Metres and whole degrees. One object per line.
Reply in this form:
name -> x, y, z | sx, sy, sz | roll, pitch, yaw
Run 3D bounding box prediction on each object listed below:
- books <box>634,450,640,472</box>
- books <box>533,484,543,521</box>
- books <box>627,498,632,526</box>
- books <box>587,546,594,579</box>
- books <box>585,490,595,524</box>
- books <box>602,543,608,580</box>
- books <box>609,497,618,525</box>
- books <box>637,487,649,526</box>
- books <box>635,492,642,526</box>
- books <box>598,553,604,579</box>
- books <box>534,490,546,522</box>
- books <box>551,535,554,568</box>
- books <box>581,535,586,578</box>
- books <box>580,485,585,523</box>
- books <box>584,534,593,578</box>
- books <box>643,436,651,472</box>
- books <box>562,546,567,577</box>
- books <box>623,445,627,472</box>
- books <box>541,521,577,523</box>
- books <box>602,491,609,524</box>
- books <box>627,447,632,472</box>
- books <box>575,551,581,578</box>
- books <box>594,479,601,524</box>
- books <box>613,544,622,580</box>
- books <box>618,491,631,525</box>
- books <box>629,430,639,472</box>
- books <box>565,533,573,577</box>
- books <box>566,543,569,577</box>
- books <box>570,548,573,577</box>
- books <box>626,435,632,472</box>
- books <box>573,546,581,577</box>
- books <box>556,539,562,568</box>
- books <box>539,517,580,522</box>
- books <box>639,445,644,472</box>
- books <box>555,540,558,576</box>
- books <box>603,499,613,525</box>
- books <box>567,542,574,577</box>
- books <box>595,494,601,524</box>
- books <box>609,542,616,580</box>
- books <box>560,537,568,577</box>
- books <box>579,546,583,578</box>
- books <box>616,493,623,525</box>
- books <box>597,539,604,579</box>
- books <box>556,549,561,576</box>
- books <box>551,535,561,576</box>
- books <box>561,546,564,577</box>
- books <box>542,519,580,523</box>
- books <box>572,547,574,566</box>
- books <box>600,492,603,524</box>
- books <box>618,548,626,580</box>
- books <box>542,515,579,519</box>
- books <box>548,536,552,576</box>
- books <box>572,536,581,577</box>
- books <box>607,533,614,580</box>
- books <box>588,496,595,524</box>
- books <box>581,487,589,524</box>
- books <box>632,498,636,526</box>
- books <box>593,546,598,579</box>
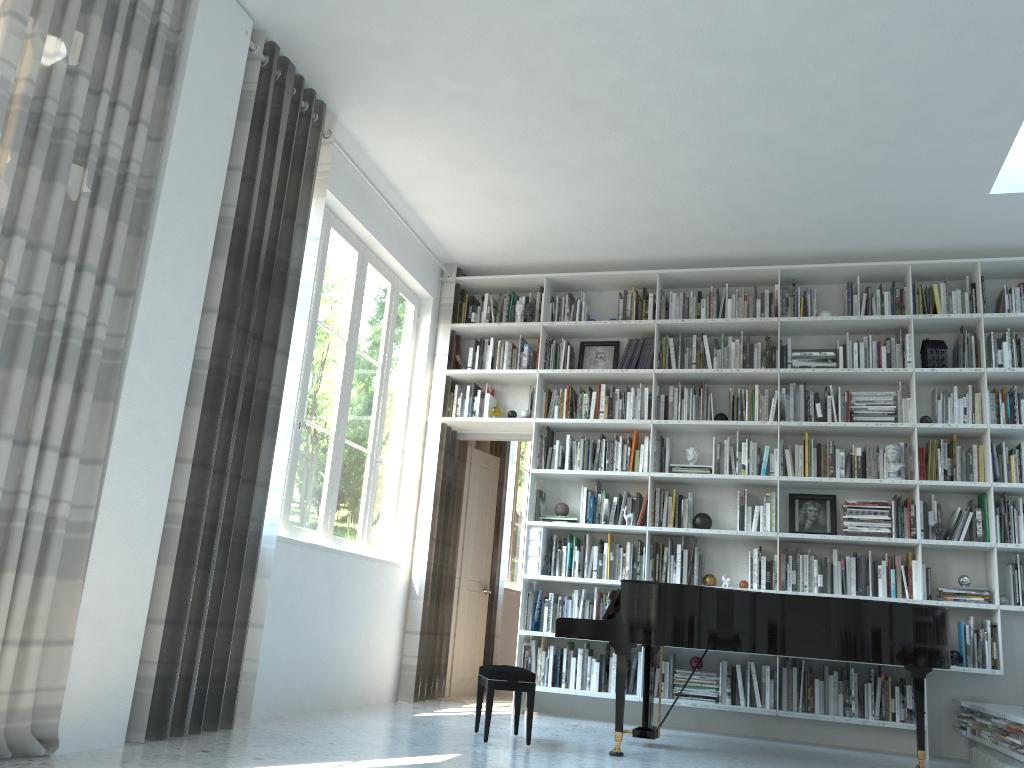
books -> 0.896, 0.573, 6.288 | 0.030, 0.183, 0.152 | 0, -16, 17
books -> 0.187, 0.878, 6.417 | 0.012, 0.284, 0.160 | 0, -15, 17
books -> 0.829, 0.910, 6.195 | 0.030, 0.207, 0.173 | 0, -16, 17
books -> 0.565, 1.258, 6.200 | 0.045, 0.229, 0.138 | 0, -15, 17
books -> 0.555, 0.891, 6.299 | 0.031, 0.254, 0.143 | 0, -15, 17
books -> 0.662, 1.241, 6.157 | 0.026, 0.253, 0.177 | 0, -16, 17
books -> 0.724, 0.913, 6.249 | 0.056, 0.213, 0.143 | 0, -16, 17
books -> 0.925, 0.870, 6.149 | 0.082, 0.275, 0.229 | 0, -16, 17
books -> 0.885, 0.893, 6.197 | 0.021, 0.250, 0.154 | 0, -15, 17
books -> 0.630, 1.273, 6.146 | 0.029, 0.181, 0.190 | 0, -16, 17
books -> 0.202, 0.895, 6.397 | 0.028, 0.242, 0.157 | 0, -16, 17
books -> 0.299, 1.227, 6.282 | 0.016, 0.289, 0.153 | 0, -15, 17
books -> 0.518, 1.215, 6.193 | 0.019, 0.299, 0.180 | 0, -15, 17
books -> 0.510, 0.875, 6.310 | 0.012, 0.284, 0.160 | 0, -15, 17
books -> 0.536, 1.216, 6.200 | 0.012, 0.305, 0.190 | 0, -15, 17
books -> 0.959, 0.525, 6.289 | 0.027, 0.285, 0.148 | 0, -15, 17
books -> 0.387, 1.257, 6.226 | 0.015, 0.216, 0.180 | 0, -16, 17
books -> 0.815, 0.556, 6.324 | 0.021, 0.220, 0.149 | 0, -16, 17
books -> 0.353, 0.997, 6.331 | 0.254, 0.012, 0.161 | 0, -16, 17
books -> 0.659, 0.890, 6.252 | 0.011, 0.249, 0.172 | 0, -16, 17
books -> 0.842, 0.562, 6.303 | 0.013, 0.203, 0.162 | 0, -16, 17
books -> 0.472, 1.269, 6.191 | 0.016, 0.188, 0.184 | 0, -16, 17
books -> 0.607, 0.854, 6.299 | 0.011, 0.335, 0.154 | 0, -15, 17
books -> 0.731, 1.242, 6.130 | 0.028, 0.248, 0.159 | 0, -16, 17
books -> 0.790, 0.889, 6.220 | 0.060, 0.254, 0.159 | 0, -15, 17
books -> 0.870, 0.503, 6.312 | 0.035, 0.324, 0.170 | 0, -15, 17
books -> 0.403, 1.212, 6.243 | 0.006, 0.314, 0.146 | 0, -15, 17
books -> 0.410, 1.246, 6.229 | 0.014, 0.242, 0.171 | 0, -16, 17
books -> 0.436, 1.266, 6.235 | 0.016, 0.210, 0.146 | 0, -16, 17
books -> 0.836, 0.523, 6.332 | 0.015, 0.292, 0.144 | 0, -15, 17
books -> 0.459, 1.256, 6.203 | 0.015, 0.218, 0.190 | 0, -16, 17
books -> 0.339, 1.235, 6.248 | 0.007, 0.263, 0.177 | 0, -16, 17
books -> 0.353, 0.972, 6.331 | 0.285, 0.012, 0.160 | -1, -16, 20
books -> 0.927, 0.554, 6.285 | 0.031, 0.223, 0.145 | 0, -16, 17
books -> 0.330, 1.243, 6.269 | 0.022, 0.256, 0.142 | 0, -15, 17
books -> 0.673, 0.915, 6.227 | 0.029, 0.189, 0.189 | 0, -16, 17
books -> 0.417, 1.242, 6.214 | 0.009, 0.244, 0.185 | 0, -16, 17
books -> 0.624, 0.906, 6.285 | 0.030, 0.231, 0.148 | 0, -16, 17
books -> 0.704, 1.235, 6.135 | 0.028, 0.260, 0.181 | 0, -16, 17
books -> 0.366, 1.228, 6.247 | 0.008, 0.279, 0.165 | 0, -15, 17
books -> 0.499, 1.258, 6.223 | 0.016, 0.230, 0.136 | 0, -15, 17
books -> 0.758, 0.900, 6.242 | 0.013, 0.241, 0.141 | 0, -15, 17
books -> 0.616, 1.228, 6.173 | 0.014, 0.281, 0.150 | 0, -15, 17
books -> 0.344, 1.266, 6.220 | 0.019, 0.188, 0.194 | 0, -16, 17
books -> 0.312, 1.223, 6.272 | 0.014, 0.293, 0.172 | 0, -15, 17
books -> 0.376, 1.260, 6.242 | 0.015, 0.217, 0.177 | 0, -16, 17
books -> 0.353, 0.984, 6.330 | 0.254, 0.012, 0.161 | 1, -16, 14
books -> 0.448, 1.232, 6.232 | 0.009, 0.277, 0.158 | 0, -15, 17
books -> 0.648, 0.896, 6.274 | 0.022, 0.248, 0.129 | 0, -15, 17
books -> 0.760, 1.256, 6.133 | 0.025, 0.228, 0.153 | 0, -16, 17
books -> 0.356, 0.962, 6.340 | 0.254, 0.012, 0.161 | 0, -16, 17
books -> 0.288, 1.230, 6.286 | 0.008, 0.284, 0.160 | 0, -15, 17
books -> 0.450, 1.221, 6.209 | 0.007, 0.285, 0.182 | 0, -16, 17
books -> 0.685, 1.208, 6.157 | 0.021, 0.322, 0.172 | 0, -15, 17
books -> 0.574, 0.906, 6.257 | 0.029, 0.207, 0.190 | 0, -16, 17
books -> 0.527, 0.881, 6.302 | 0.024, 0.272, 0.151 | 0, -15, 17
books -> 0.860, 0.912, 6.196 | 0.027, 0.209, 0.144 | 0, -16, 17
books -> 0.595, 1.253, 6.174 | 0.027, 0.229, 0.159 | 0, -16, 17
